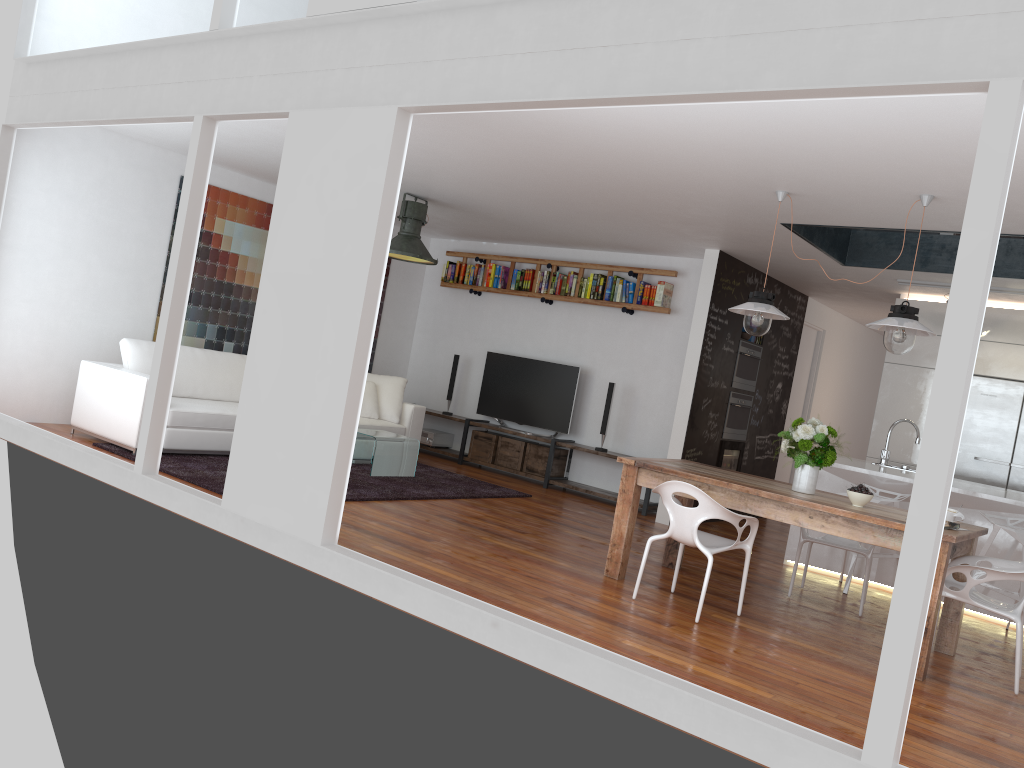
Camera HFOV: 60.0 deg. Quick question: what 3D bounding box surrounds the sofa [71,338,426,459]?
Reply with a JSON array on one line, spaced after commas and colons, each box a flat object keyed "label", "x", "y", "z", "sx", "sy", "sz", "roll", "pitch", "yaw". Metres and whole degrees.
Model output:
[{"label": "sofa", "x": -2.186, "y": 0.190, "z": 8.026, "sx": 0.987, "sy": 0.842, "sz": 3.086, "roll": 11, "pitch": 1, "yaw": 37}]

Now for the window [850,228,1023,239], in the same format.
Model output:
[{"label": "window", "x": 3.494, "y": -1.156, "z": 6.140, "sx": 2.700, "sy": 0.035, "sz": 1.546, "roll": 11, "pitch": 1, "yaw": 37}]

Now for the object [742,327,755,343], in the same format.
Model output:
[{"label": "object", "x": 2.359, "y": -0.492, "z": 8.899, "sx": 0.136, "sy": 0.136, "sz": 0.110, "roll": 11, "pitch": 1, "yaw": 30}]

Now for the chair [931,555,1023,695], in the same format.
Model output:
[{"label": "chair", "x": 2.497, "y": 1.172, "z": 4.662, "sx": 0.505, "sy": 0.710, "sz": 0.577, "roll": 11, "pitch": 1, "yaw": 32}]

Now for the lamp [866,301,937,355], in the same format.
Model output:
[{"label": "lamp", "x": 2.178, "y": -0.315, "z": 4.961, "sx": 0.372, "sy": 0.306, "sz": 0.372, "roll": 10, "pitch": 1, "yaw": -2}]

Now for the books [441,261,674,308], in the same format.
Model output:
[{"label": "books", "x": 1.768, "y": -1.699, "z": 8.898, "sx": 5.671, "sy": 1.974, "sz": 0.733, "roll": 11, "pitch": 1, "yaw": 26}]

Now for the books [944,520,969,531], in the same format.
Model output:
[{"label": "books", "x": 2.248, "y": 0.727, "z": 4.680, "sx": 0.267, "sy": 0.035, "sz": 0.218, "roll": 9, "pitch": 2, "yaw": -39}]

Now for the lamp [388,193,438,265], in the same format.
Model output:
[{"label": "lamp", "x": -0.908, "y": -1.401, "z": 7.959, "sx": 0.572, "sy": 0.561, "sz": 0.572, "roll": 11, "pitch": 2, "yaw": 41}]

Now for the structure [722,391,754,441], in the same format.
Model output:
[{"label": "structure", "x": 2.263, "y": 0.327, "z": 8.793, "sx": 0.052, "sy": 0.462, "sz": 0.585, "roll": 11, "pitch": 1, "yaw": 37}]

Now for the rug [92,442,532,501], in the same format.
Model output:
[{"label": "rug", "x": -1.503, "y": 0.746, "z": 7.465, "sx": 1.895, "sy": 0.019, "sz": 3.193, "roll": 11, "pitch": 1, "yaw": 37}]

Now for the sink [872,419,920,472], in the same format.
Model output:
[{"label": "sink", "x": 3.213, "y": 0.579, "z": 7.110, "sx": 0.492, "sy": 0.570, "sz": 0.459, "roll": 11, "pitch": 1, "yaw": 37}]

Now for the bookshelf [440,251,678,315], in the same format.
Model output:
[{"label": "bookshelf", "x": 0.410, "y": -1.091, "z": 9.526, "sx": 2.983, "sy": 0.465, "sz": 0.161, "roll": 11, "pitch": 1, "yaw": 37}]

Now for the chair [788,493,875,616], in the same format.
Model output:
[{"label": "chair", "x": 2.161, "y": 1.086, "z": 5.870, "sx": 0.577, "sy": 0.710, "sz": 0.505, "roll": 11, "pitch": 1, "yaw": 27}]

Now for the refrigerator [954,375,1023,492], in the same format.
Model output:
[{"label": "refrigerator", "x": 4.335, "y": 0.877, "z": 7.760, "sx": 1.119, "sy": 1.811, "sz": 0.142, "roll": 11, "pitch": 1, "yaw": 37}]

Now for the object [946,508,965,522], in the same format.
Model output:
[{"label": "object", "x": 2.442, "y": 0.735, "z": 4.906, "sx": 0.127, "sy": 0.078, "sz": 0.082, "roll": 11, "pitch": 2, "yaw": 42}]

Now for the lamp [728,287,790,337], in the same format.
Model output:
[{"label": "lamp", "x": 1.521, "y": -0.443, "z": 5.457, "sx": 0.372, "sy": 0.306, "sz": 0.372, "roll": 11, "pitch": 1, "yaw": 31}]

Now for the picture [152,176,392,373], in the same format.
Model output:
[{"label": "picture", "x": -2.362, "y": -0.708, "z": 9.142, "sx": 0.007, "sy": 2.136, "sz": 2.770, "roll": 11, "pitch": 1, "yaw": 37}]

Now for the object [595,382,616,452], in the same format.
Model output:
[{"label": "object", "x": 0.943, "y": 0.327, "z": 8.778, "sx": 0.089, "sy": 0.687, "sz": 0.089, "roll": 9, "pitch": 2, "yaw": -43}]

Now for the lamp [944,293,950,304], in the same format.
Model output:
[{"label": "lamp", "x": 4.197, "y": -0.596, "z": 7.170, "sx": 1.324, "sy": 0.254, "sz": 0.154, "roll": 11, "pitch": 1, "yaw": 37}]

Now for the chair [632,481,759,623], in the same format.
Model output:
[{"label": "chair", "x": 1.020, "y": 0.900, "z": 4.948, "sx": 0.577, "sy": 0.710, "sz": 0.505, "roll": 11, "pitch": 2, "yaw": 42}]

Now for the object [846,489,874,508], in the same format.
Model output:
[{"label": "object", "x": 1.929, "y": 0.641, "z": 4.931, "sx": 0.146, "sy": 0.079, "sz": 0.146, "roll": 9, "pitch": 2, "yaw": -45}]

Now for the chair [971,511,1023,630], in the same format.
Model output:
[{"label": "chair", "x": 3.229, "y": 1.257, "z": 5.778, "sx": 0.492, "sy": 0.765, "sz": 0.428, "roll": 10, "pitch": 1, "yaw": -8}]

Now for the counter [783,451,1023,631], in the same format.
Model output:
[{"label": "counter", "x": 3.251, "y": 1.170, "z": 6.707, "sx": 2.289, "sy": 0.903, "sz": 0.956, "roll": 11, "pitch": 1, "yaw": 37}]

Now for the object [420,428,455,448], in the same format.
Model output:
[{"label": "object", "x": -0.922, "y": 0.621, "z": 10.178, "sx": 0.350, "sy": 0.170, "sz": 0.400, "roll": 11, "pitch": 1, "yaw": 36}]

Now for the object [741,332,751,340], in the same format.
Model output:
[{"label": "object", "x": 2.298, "y": -0.466, "z": 8.763, "sx": 0.132, "sy": 0.069, "sz": 0.132, "roll": 10, "pitch": 1, "yaw": -20}]

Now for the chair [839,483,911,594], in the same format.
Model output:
[{"label": "chair", "x": 2.559, "y": 1.123, "z": 6.373, "sx": 0.428, "sy": 0.765, "sz": 0.492, "roll": 9, "pitch": 2, "yaw": -43}]

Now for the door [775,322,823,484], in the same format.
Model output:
[{"label": "door", "x": 3.235, "y": 0.415, "z": 10.287, "sx": 0.120, "sy": 2.236, "sz": 0.823, "roll": 11, "pitch": 1, "yaw": 37}]

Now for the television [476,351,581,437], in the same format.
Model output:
[{"label": "television", "x": 0.158, "y": 0.121, "z": 9.467, "sx": 1.230, "sy": 0.786, "sz": 0.298, "roll": 11, "pitch": 1, "yaw": 37}]

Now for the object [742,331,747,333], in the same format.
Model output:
[{"label": "object", "x": 2.312, "y": -0.498, "z": 8.757, "sx": 0.116, "sy": 0.042, "sz": 0.077, "roll": 9, "pitch": 2, "yaw": -40}]

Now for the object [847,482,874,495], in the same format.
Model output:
[{"label": "object", "x": 1.938, "y": 0.592, "z": 4.930, "sx": 0.159, "sy": 0.095, "sz": 0.141, "roll": 11, "pitch": 1, "yaw": 22}]

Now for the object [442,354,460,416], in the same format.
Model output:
[{"label": "object", "x": -0.670, "y": 0.010, "z": 10.021, "sx": 0.089, "sy": 0.687, "sz": 0.089, "roll": 11, "pitch": 1, "yaw": 22}]

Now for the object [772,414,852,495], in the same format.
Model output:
[{"label": "object", "x": 1.746, "y": 0.400, "z": 5.220, "sx": 0.432, "sy": 0.476, "sz": 0.371, "roll": 10, "pitch": 1, "yaw": -12}]

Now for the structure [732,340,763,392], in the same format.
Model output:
[{"label": "structure", "x": 2.352, "y": -0.167, "z": 8.783, "sx": 0.052, "sy": 0.462, "sz": 0.585, "roll": 11, "pitch": 1, "yaw": 37}]

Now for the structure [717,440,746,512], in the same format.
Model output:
[{"label": "structure", "x": 2.157, "y": 0.950, "z": 8.801, "sx": 0.081, "sy": 0.763, "sz": 0.582, "roll": 11, "pitch": 1, "yaw": 37}]

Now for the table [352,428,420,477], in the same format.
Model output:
[{"label": "table", "x": -1.238, "y": 0.603, "z": 7.944, "sx": 0.565, "sy": 0.337, "sz": 0.551, "roll": 11, "pitch": 1, "yaw": 37}]

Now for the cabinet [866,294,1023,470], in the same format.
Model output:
[{"label": "cabinet", "x": 4.664, "y": 0.581, "z": 8.119, "sx": 2.404, "sy": 2.506, "sz": 0.946, "roll": 11, "pitch": 1, "yaw": 37}]

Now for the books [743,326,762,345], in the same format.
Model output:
[{"label": "books", "x": 2.427, "y": -0.567, "z": 9.036, "sx": 0.230, "sy": 0.303, "sz": 0.152, "roll": 11, "pitch": 1, "yaw": 37}]

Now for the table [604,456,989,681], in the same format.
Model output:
[{"label": "table", "x": 1.606, "y": 0.990, "z": 5.227, "sx": 1.910, "sy": 0.735, "sz": 0.969, "roll": 11, "pitch": 1, "yaw": 37}]

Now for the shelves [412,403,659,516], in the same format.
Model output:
[{"label": "shelves", "x": 0.041, "y": 0.735, "z": 9.478, "sx": 3.473, "sy": 0.506, "sz": 0.414, "roll": 11, "pitch": 1, "yaw": 37}]
